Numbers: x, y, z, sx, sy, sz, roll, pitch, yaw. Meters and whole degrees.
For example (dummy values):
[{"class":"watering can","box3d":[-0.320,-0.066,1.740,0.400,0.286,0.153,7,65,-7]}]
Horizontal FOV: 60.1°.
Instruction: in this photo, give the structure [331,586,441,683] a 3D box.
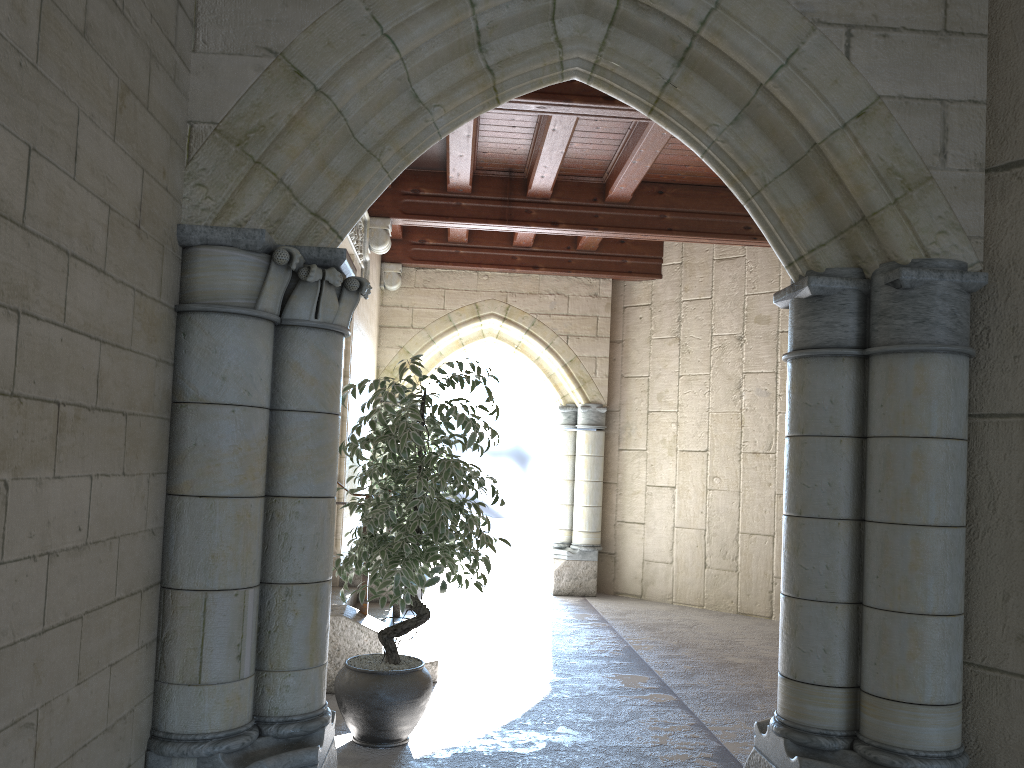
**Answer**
[{"class":"structure","box3d":[-1.701,1.174,5.268,2.573,0.808,1.465,3,-5,-4]}]

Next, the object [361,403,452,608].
[{"class":"object","box3d":[-0.847,0.974,7.111,0.787,1.614,0.753,3,-3,-8]}]

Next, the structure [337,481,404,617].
[{"class":"structure","box3d":[-1.179,1.038,6.027,0.888,1.258,0.474,3,-3,-4]}]

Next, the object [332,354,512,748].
[{"class":"object","box3d":[-0.417,0.687,3.785,0.786,1.614,0.753,1,-3,27]}]

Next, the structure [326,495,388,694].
[{"class":"structure","box3d":[-1.083,0.913,4.622,0.888,1.258,0.478,3,-3,-4]}]
